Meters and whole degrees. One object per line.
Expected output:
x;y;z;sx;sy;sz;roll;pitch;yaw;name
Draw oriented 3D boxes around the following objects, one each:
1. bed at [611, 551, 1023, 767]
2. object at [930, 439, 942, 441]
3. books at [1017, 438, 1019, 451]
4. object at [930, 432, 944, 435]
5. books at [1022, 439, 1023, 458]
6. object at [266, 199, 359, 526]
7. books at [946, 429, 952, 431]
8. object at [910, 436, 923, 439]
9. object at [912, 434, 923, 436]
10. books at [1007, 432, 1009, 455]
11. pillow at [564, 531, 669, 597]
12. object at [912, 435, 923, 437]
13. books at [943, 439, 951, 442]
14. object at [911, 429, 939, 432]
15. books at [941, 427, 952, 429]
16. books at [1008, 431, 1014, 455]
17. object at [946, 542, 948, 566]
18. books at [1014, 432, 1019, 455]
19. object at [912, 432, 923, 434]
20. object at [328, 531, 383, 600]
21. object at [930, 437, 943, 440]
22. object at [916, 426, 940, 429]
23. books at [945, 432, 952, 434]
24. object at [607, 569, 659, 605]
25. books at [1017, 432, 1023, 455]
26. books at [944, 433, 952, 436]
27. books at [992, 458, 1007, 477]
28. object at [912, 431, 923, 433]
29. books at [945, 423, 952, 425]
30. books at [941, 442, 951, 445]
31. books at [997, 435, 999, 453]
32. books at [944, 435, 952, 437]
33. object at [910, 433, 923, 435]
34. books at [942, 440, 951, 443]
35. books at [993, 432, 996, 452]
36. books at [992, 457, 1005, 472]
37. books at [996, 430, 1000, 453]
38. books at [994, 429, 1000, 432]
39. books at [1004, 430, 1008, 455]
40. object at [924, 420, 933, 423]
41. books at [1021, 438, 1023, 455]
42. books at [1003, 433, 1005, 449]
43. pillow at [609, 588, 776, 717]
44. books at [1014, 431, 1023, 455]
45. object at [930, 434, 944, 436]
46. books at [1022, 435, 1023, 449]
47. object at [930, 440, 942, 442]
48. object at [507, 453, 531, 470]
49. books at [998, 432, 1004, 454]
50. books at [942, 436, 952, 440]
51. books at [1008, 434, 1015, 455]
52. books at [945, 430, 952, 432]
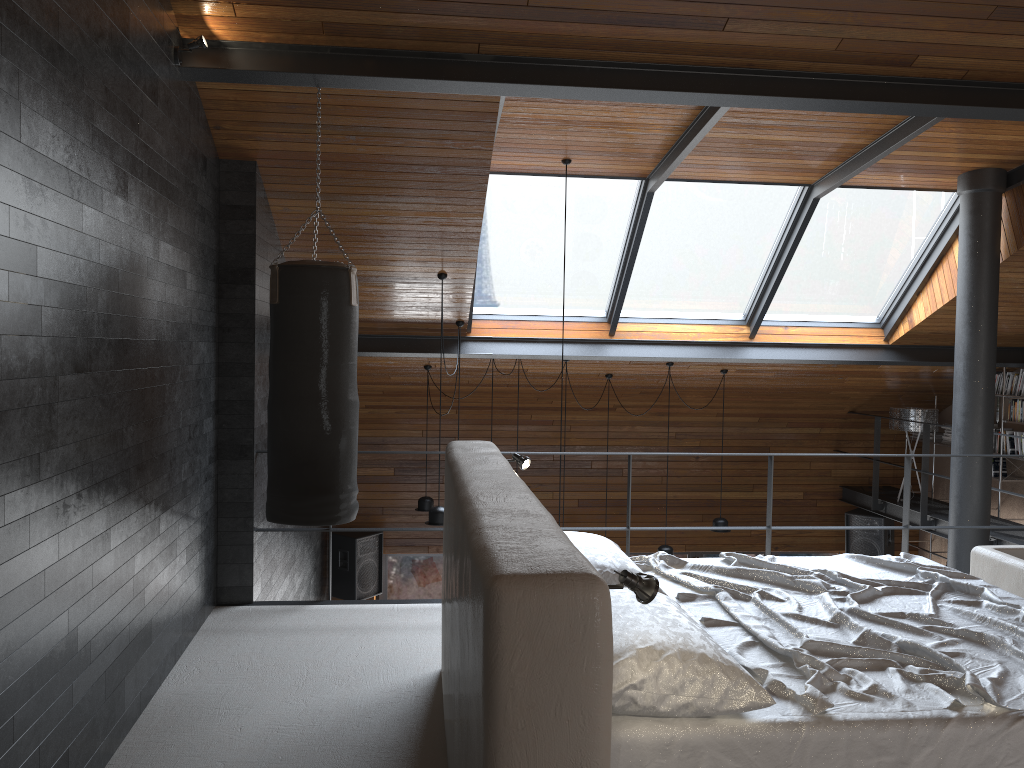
1.036;0.993;3.132;2.011;0.485;1.826;1;2;-6;bed
4.784;0.621;9.956;0.226;0.012;0.159;1;2;-6;object
4.941;0.597;8.535;0.139;0.201;0.057;1;2;-6;books
4.764;0.554;9.950;0.203;0.013;0.161;1;2;-6;object
4.914;0.600;8.428;0.127;0.200;0.046;1;2;-6;books
-0.981;-0.113;4.422;0.445;1.603;0.442;2;2;22;object
4.851;0.503;9.631;0.208;0.013;0.161;1;2;-1;books
4.742;0.617;10.208;0.234;0.025;0.176;1;2;-6;object
4.755;0.585;10.217;0.218;0.013;0.161;1;2;-6;object
4.894;0.582;8.631;0.141;0.221;0.055;1;2;-6;books
0.271;0.705;3.465;0.509;0.173;0.842;1;2;-6;pillow
4.757;0.598;10.209;0.216;0.013;0.161;1;2;-6;object
4.834;0.610;9.626;0.221;0.021;0.174;1;2;-6;books
4.743;0.530;10.189;0.246;0.016;0.182;1;2;-6;object
4.834;0.474;9.619;0.268;0.025;0.176;1;2;-6;books
4.895;0.577;8.616;0.148;0.233;0.053;1;2;-6;books
4.804;1.993;9.699;0.244;0.879;0.244;2;2;22;object
4.923;0.579;8.555;0.148;0.233;0.053;1;2;-6;books
4.757;0.561;10.214;0.216;0.012;0.161;1;2;-6;object
-1.728;2.747;9.498;0.686;2.298;0.639;2;2;32;object
4.783;0.602;9.945;0.262;0.025;0.176;1;2;-6;object
4.740;0.491;10.188;0.252;0.028;0.180;1;2;-6;object
4.848;0.531;9.621;0.213;0.017;0.167;1;2;-11;books
0.243;0.455;1.931;0.156;0.106;0.087;1;2;-9;object
4.928;0.581;8.507;0.148;0.233;0.053;1;2;-6;books
4.840;0.548;9.607;0.234;0.016;0.182;0;2;-16;books
4.865;0.835;8.850;0.138;0.191;0.049;1;2;-6;books
4.754;0.546;10.205;0.224;0.017;0.167;1;2;-6;object
4.846;0.442;9.625;0.206;0.012;0.161;1;2;-6;books
4.825;0.644;9.637;0.234;0.016;0.182;1;2;-6;books
4.882;0.594;8.798;0.131;0.181;0.014;1;2;-6;books
4.841;0.563;9.608;0.234;0.016;0.182;1;2;-1;books
4.742;0.573;10.207;0.243;0.012;0.159;1;2;-6;object
4.833;0.629;9.622;0.234;0.016;0.182;1;2;-11;books
4.877;0.580;8.855;0.148;0.206;0.018;1;2;-6;books
4.866;0.823;8.866;0.137;0.216;0.049;1;2;-6;books
4.872;0.568;8.809;0.129;0.231;0.010;1;2;-6;books
4.883;0.566;8.878;0.129;0.231;0.010;1;2;-6;books
4.889;0.573;8.676;0.143;0.235;0.055;1;2;-6;books
4.742;0.432;10.213;0.246;0.016;0.182;1;2;-6;object
4.945;0.608;8.494;0.131;0.180;0.042;1;2;-6;books
4.890;0.584;8.689;0.136;0.212;0.051;1;2;-6;books
0.364;0.738;2.575;0.502;0.176;0.837;1;2;-6;pillow
4.937;0.578;8.587;0.143;0.236;0.062;1;2;-6;books
4.789;0.570;9.929;0.228;0.016;0.182;1;2;-6;object
4.933;0.592;8.419;0.164;0.217;0.048;1;2;-6;books
4.769;0.634;9.951;0.201;0.012;0.161;1;2;-6;object
-0.001;0.371;4.064;0.165;0.106;0.085;2;2;22;object
4.863;0.579;8.740;0.137;0.215;0.014;1;2;-6;books
4.831;0.586;9.623;0.240;0.028;0.180;0;2;-16;books
4.895;0.591;8.599;0.148;0.206;0.053;1;2;-6;books
4.841;0.515;9.628;0.206;0.012;0.161;0;2;-16;books
